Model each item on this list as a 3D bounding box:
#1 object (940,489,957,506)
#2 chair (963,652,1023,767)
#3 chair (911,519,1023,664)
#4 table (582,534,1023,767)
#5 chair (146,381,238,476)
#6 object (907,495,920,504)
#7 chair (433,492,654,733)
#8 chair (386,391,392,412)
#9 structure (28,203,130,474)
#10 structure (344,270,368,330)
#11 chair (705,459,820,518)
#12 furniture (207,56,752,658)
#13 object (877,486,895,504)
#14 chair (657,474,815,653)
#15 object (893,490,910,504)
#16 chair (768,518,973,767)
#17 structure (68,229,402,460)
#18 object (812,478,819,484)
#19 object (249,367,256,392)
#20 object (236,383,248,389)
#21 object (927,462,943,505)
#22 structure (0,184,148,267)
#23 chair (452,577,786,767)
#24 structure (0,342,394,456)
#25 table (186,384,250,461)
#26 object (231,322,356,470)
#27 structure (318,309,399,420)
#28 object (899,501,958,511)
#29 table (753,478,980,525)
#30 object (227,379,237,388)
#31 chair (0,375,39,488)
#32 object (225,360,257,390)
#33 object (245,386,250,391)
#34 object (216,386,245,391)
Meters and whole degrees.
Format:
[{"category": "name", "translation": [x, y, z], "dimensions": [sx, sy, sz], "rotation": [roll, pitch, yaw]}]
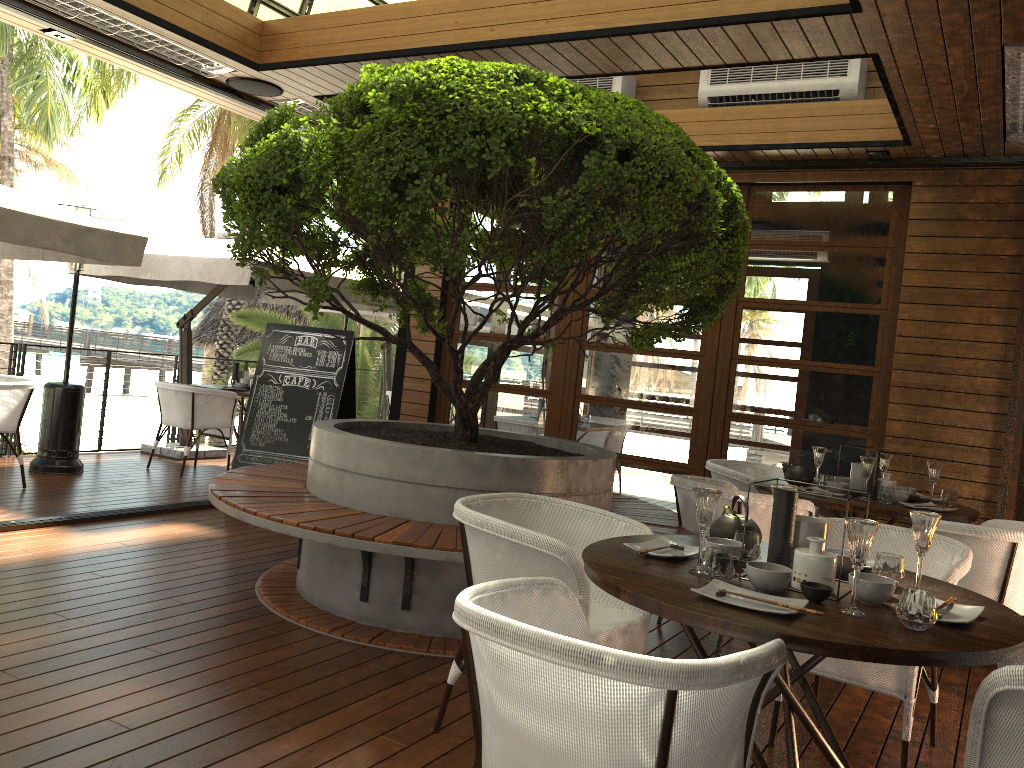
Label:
[{"category": "object", "translation": [2.379, 0.620, 4.830], "dimensions": [0.086, 0.086, 0.086], "rotation": [6, 1, 29]}, {"category": "chair", "translation": [1.369, 0.978, 1.978], "dimensions": [0.617, 0.788, 0.627], "rotation": [6, 1, 35]}, {"category": "chair", "translation": [2.239, 1.023, 4.120], "dimensions": [0.627, 0.788, 0.617], "rotation": [6, 1, -30]}, {"category": "table", "translation": [0.736, 0.919, 2.468], "dimensions": [1.166, 0.749, 1.166], "rotation": [6, 1, -2]}, {"category": "chair", "translation": [-2.887, 0.392, 7.960], "dimensions": [0.628, 0.788, 0.616], "rotation": [6, 1, 30]}, {"category": "object", "translation": [2.146, 0.619, 4.760], "dimensions": [0.080, 0.042, 0.080], "rotation": [6, 1, -27]}, {"category": "chair", "translation": [0.100, 0.820, 3.046], "dimensions": [0.617, 0.788, 0.627], "rotation": [6, 1, 35]}, {"category": "chair", "translation": [-1.243, 0.501, 10.880], "dimensions": [0.628, 0.788, 0.616], "rotation": [6, 1, 30]}, {"category": "structure", "translation": [-3.626, -0.380, 7.280], "dimensions": [0.700, 2.192, 0.699], "rotation": [6, 0, 17]}, {"category": "structure", "translation": [-1.960, -0.270, 10.238], "dimensions": [0.700, 2.192, 0.699], "rotation": [6, 0, 17]}, {"category": "chair", "translation": [1.538, 0.914, 5.628], "dimensions": [0.627, 0.788, 0.617], "rotation": [6, 1, -30]}, {"category": "furniture", "translation": [-0.182, -0.197, 4.672], "dimensions": [2.569, 2.722, 2.720], "rotation": [6, 1, -6]}, {"category": "object", "translation": [1.949, 0.579, 4.614], "dimensions": [0.086, 0.086, 0.086], "rotation": [6, 1, 24]}, {"category": "chair", "translation": [1.113, 0.894, 4.528], "dimensions": [0.616, 0.788, 0.628], "rotation": [6, 1, -30]}, {"category": "object", "translation": [2.044, 0.598, 4.698], "dimensions": [0.116, 0.065, 0.116], "rotation": [7, 1, 40]}, {"category": "chair", "translation": [1.316, 0.943, 3.283], "dimensions": [0.628, 0.788, 0.616], "rotation": [6, 1, 35]}, {"category": "structure", "translation": [-2.539, -0.359, 8.602], "dimensions": [2.416, 2.332, 2.412], "rotation": [6, 1, 29]}, {"category": "object", "translation": [1.787, 0.579, 5.262], "dimensions": [0.294, 0.025, 0.170], "rotation": [5, 1, -26]}, {"category": "object", "translation": [-2.436, -0.043, 8.301], "dimensions": [0.082, 0.227, 0.082], "rotation": [6, 0, 30]}, {"category": "object", "translation": [-2.567, 0.025, 8.421], "dimensions": [0.116, 0.065, 0.116], "rotation": [7, 1, 33]}, {"category": "object", "translation": [2.263, 0.536, 4.766], "dimensions": [0.082, 0.227, 0.082], "rotation": [6, 0, -36]}, {"category": "structure", "translation": [-4.194, -0.469, 5.663], "dimensions": [2.416, 2.332, 2.412], "rotation": [6, 1, 29]}, {"category": "chair", "translation": [0.177, 0.854, 1.869], "dimensions": [0.628, 0.788, 0.616], "rotation": [6, 1, 35]}, {"category": "structure", "translation": [-7.365, 0.019, 2.421], "dimensions": [0.163, 1.153, 26.248], "rotation": [6, 1, 29]}, {"category": "table", "translation": [-2.526, 0.434, 8.615], "dimensions": [0.932, 0.749, 0.931], "rotation": [7, 1, 29]}, {"category": "object", "translation": [-1.681, 0.235, 7.099], "dimensions": [0.769, 1.397, 0.771], "rotation": [6, 0, 14]}, {"category": "structure", "translation": [-0.883, -0.249, 11.541], "dimensions": [2.416, 2.332, 2.412], "rotation": [6, 1, 29]}, {"category": "object", "translation": [2.155, 0.634, 4.552], "dimensions": [0.294, 0.025, 0.170], "rotation": [5, 1, -26]}, {"category": "table", "translation": [1.894, 0.987, 4.904], "dimensions": [1.166, 0.749, 1.166], "rotation": [6, 1, -2]}, {"category": "object", "translation": [-2.670, 0.002, 8.458], "dimensions": [0.086, 0.086, 0.086], "rotation": [7, 1, 34]}, {"category": "chair", "translation": [-3.786, 0.334, 6.315], "dimensions": [0.628, 0.788, 0.616], "rotation": [6, 1, 30]}, {"category": "object", "translation": [-2.649, -0.089, 8.678], "dimensions": [0.263, 0.264, 0.263], "rotation": [6, 1, -16]}, {"category": "object", "translation": [-2.482, 0.047, 8.374], "dimensions": [0.080, 0.042, 0.080], "rotation": [6, 1, 21]}, {"category": "object", "translation": [-2.604, 0.045, 8.262], "dimensions": [0.295, 0.025, 0.170], "rotation": [7, 1, 29]}]
